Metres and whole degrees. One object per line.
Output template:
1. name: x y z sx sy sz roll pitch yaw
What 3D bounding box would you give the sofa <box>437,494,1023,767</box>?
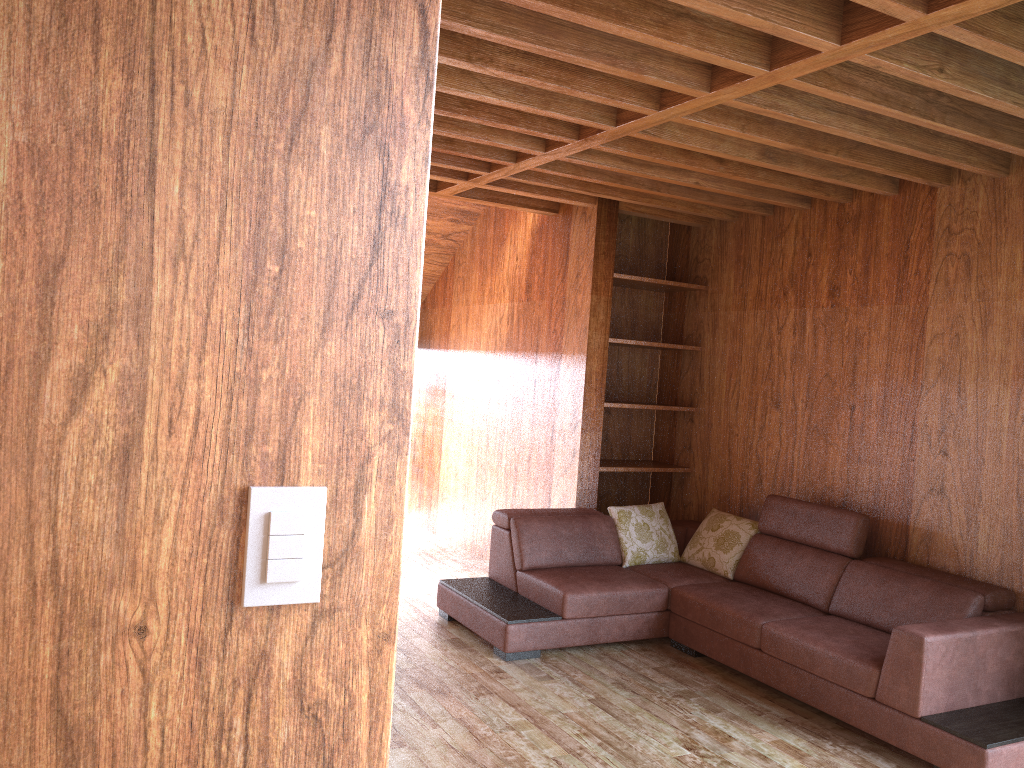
1. sofa: 0.947 0.940 3.984 1.711 0.760 2.486 4 1 -28

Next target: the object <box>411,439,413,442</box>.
1. object: -1.119 0.275 7.157 0.641 1.690 0.674 4 1 -21
